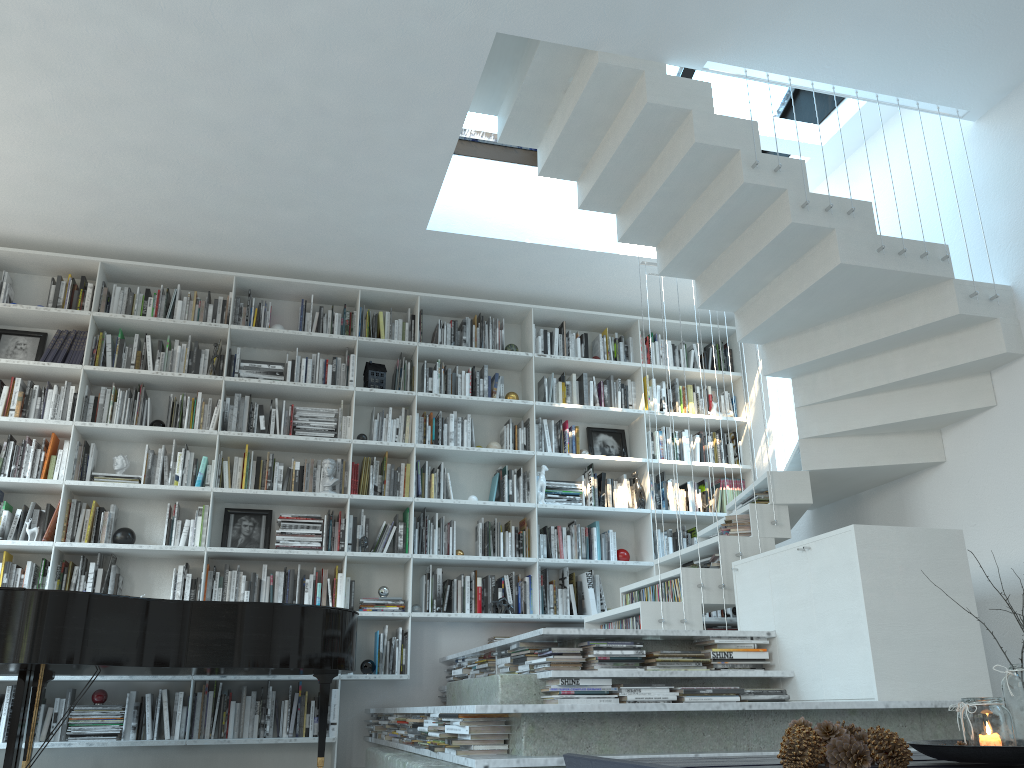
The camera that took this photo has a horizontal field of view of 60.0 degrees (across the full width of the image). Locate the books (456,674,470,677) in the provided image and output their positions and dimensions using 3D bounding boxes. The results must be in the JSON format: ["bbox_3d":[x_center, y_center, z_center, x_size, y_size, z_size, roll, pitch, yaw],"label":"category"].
[{"bbox_3d":[-0.230,1.775,5.401,0.163,0.008,0.296,6,-21,-16],"label":"books"}]

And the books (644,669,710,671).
[{"bbox_3d":[0.714,1.278,3.952,0.287,0.005,0.166,3,-20,-10],"label":"books"}]

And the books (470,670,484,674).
[{"bbox_3d":[-0.143,1.668,5.128,0.154,0.018,0.221,5,-21,-15],"label":"books"}]

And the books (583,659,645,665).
[{"bbox_3d":[0.444,1.221,3.892,0.215,0.013,0.190,5,-21,-15],"label":"books"}]

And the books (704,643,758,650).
[{"bbox_3d":[1.000,1.207,4.065,0.192,0.024,0.168,3,-20,-10],"label":"books"}]

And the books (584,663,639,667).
[{"bbox_3d":[0.438,1.240,3.910,0.207,0.012,0.132,6,-21,-18],"label":"books"}]

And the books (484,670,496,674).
[{"bbox_3d":[-0.059,1.584,4.865,0.138,0.017,0.238,5,-21,-15],"label":"books"}]

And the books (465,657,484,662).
[{"bbox_3d":[-0.157,1.598,5.149,0.165,0.015,0.244,7,-21,-19],"label":"books"}]

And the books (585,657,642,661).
[{"bbox_3d":[0.441,1.213,3.906,0.210,0.012,0.169,4,-21,-14],"label":"books"}]

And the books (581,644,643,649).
[{"bbox_3d":[0.441,1.163,3.922,0.228,0.009,0.159,6,-21,-18],"label":"books"}]

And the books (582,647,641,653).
[{"bbox_3d":[0.439,1.178,3.925,0.221,0.018,0.155,4,-21,-14],"label":"books"}]

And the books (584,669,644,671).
[{"bbox_3d":[0.443,1.258,3.883,0.216,0.015,0.178,6,-21,-16],"label":"books"}]

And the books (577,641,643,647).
[{"bbox_3d":[0.435,1.159,3.945,0.261,0.016,0.129,5,-21,-16],"label":"books"}]

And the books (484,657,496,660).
[{"bbox_3d":[-0.058,1.518,4.889,0.128,0.013,0.297,6,-21,-16],"label":"books"}]

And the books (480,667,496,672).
[{"bbox_3d":[-0.071,1.567,4.868,0.159,0.018,0.203,6,-21,-16],"label":"books"}]

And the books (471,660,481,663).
[{"bbox_3d":[-0.144,1.613,5.148,0.149,0.013,0.221,4,-21,-12],"label":"books"}]

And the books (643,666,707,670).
[{"bbox_3d":[0.708,1.276,3.974,0.294,0.014,0.134,6,-21,-17],"label":"books"}]

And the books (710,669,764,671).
[{"bbox_3d":[1.001,1.307,4.029,0.220,0.011,0.178,6,-21,-16],"label":"books"}]

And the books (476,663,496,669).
[{"bbox_3d":[-0.080,1.550,4.871,0.179,0.017,0.294,4,-21,-14],"label":"books"}]

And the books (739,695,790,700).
[{"bbox_3d":[1.080,1.382,3.909,0.234,0.017,0.152,4,-21,-14],"label":"books"}]

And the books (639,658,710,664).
[{"bbox_3d":[0.716,1.238,3.956,0.273,0.014,0.188,7,-21,-19],"label":"books"}]

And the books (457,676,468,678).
[{"bbox_3d":[-0.227,1.784,5.399,0.152,0.009,0.260,6,-21,-17],"label":"books"}]

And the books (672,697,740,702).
[{"bbox_3d":[0.828,1.360,3.824,0.250,0.018,0.178,4,-21,-12],"label":"books"}]

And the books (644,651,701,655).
[{"bbox_3d":[0.713,1.208,3.977,0.203,0.011,0.174,7,-21,-19],"label":"books"}]

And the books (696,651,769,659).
[{"bbox_3d":[1.000,1.244,4.052,0.284,0.030,0.177,4,-21,-14],"label":"books"}]

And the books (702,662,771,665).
[{"bbox_3d":[1.004,1.271,4.031,0.281,0.008,0.182,3,-20,-10],"label":"books"}]

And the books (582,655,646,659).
[{"bbox_3d":[0.440,1.204,3.912,0.260,0.009,0.153,4,-21,-12],"label":"books"}]

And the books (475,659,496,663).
[{"bbox_3d":[-0.083,1.526,4.879,0.187,0.009,0.262,5,-21,-15],"label":"books"}]

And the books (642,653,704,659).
[{"bbox_3d":[0.712,1.221,3.979,0.246,0.013,0.173,5,-21,-16],"label":"books"}]

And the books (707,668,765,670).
[{"bbox_3d":[0.999,1.301,4.041,0.259,0.009,0.153,6,-21,-17],"label":"books"}]

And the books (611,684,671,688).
[{"bbox_3d":[0.548,1.289,3.788,0.220,0.013,0.149,5,-21,-16],"label":"books"}]

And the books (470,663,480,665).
[{"bbox_3d":[-0.144,1.623,5.144,0.160,0.010,0.180,5,-21,-15],"label":"books"}]

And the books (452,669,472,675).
[{"bbox_3d":[-0.244,1.756,5.404,0.189,0.029,0.238,6,-21,-17],"label":"books"}]

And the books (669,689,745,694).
[{"bbox_3d":[0.828,1.330,3.832,0.287,0.018,0.191,5,-21,-16],"label":"books"}]

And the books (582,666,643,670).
[{"bbox_3d":[0.439,1.250,3.901,0.227,0.012,0.149,6,-21,-16],"label":"books"}]

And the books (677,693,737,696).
[{"bbox_3d":[0.821,1.351,3.851,0.273,0.009,0.129,4,-21,-12],"label":"books"}]

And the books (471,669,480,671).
[{"bbox_3d":[-0.139,1.654,5.134,0.150,0.013,0.216,5,-21,-15],"label":"books"}]

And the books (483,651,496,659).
[{"bbox_3d":[-0.069,1.498,4.893,0.139,0.028,0.262,3,-20,-10],"label":"books"}]

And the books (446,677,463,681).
[{"bbox_3d":[-0.314,1.883,5.659,0.175,0.017,0.266,4,-21,-12],"label":"books"}]

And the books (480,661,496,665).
[{"bbox_3d":[-0.077,1.537,4.877,0.161,0.012,0.255,3,-21,-11],"label":"books"}]

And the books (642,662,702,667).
[{"bbox_3d":[0.712,1.257,3.964,0.214,0.015,0.177,4,-21,-14],"label":"books"}]

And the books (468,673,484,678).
[{"bbox_3d":[-0.153,1.687,5.118,0.164,0.023,0.243,3,-21,-11],"label":"books"}]

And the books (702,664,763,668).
[{"bbox_3d":[0.997,1.291,4.050,0.262,0.016,0.132,7,-21,-19],"label":"books"}]

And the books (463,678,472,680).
[{"bbox_3d":[-0.162,1.702,5.110,0.190,0.012,0.236,6,-21,-16],"label":"books"}]

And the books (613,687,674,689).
[{"bbox_3d":[0.549,1.297,3.784,0.242,0.005,0.153,4,-21,-14],"label":"books"}]

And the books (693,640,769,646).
[{"bbox_3d":[1.003,1.186,4.061,0.285,0.013,0.181,7,-21,-19],"label":"books"}]

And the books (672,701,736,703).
[{"bbox_3d":[0.822,1.380,3.838,0.249,0.009,0.144,5,-21,-16],"label":"books"}]

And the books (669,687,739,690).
[{"bbox_3d":[0.818,1.320,3.843,0.275,0.008,0.177,5,-21,-15],"label":"books"}]

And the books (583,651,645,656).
[{"bbox_3d":[0.446,1.185,3.896,0.230,0.015,0.190,3,-20,-10],"label":"books"}]

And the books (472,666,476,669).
[{"bbox_3d":[-0.142,1.642,5.138,0.144,0.013,0.221,4,-21,-12],"label":"books"}]

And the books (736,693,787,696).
[{"bbox_3d":[1.079,1.372,3.916,0.225,0.007,0.133,3,-21,-11],"label":"books"}]

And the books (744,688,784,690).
[{"bbox_3d":[1.077,1.354,3.928,0.215,0.007,0.131,4,-21,-13],"label":"books"}]

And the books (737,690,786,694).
[{"bbox_3d":[1.077,1.364,3.925,0.229,0.014,0.133,5,-21,-16],"label":"books"}]

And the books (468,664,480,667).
[{"bbox_3d":[-0.150,1.631,5.140,0.167,0.008,0.235,5,-21,-15],"label":"books"}]

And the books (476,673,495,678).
[{"bbox_3d":[-0.080,1.597,4.854,0.178,0.014,0.248,6,-21,-16],"label":"books"}]

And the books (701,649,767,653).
[{"bbox_3d":[1.002,1.222,4.052,0.261,0.012,0.180,3,-21,-11],"label":"books"}]

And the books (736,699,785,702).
[{"bbox_3d":[1.080,1.394,3.902,0.179,0.010,0.160,5,-21,-15],"label":"books"}]

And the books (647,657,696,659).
[{"bbox_3d":[0.710,1.234,3.980,0.179,0.010,0.160,4,-21,-13],"label":"books"}]

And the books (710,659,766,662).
[{"bbox_3d":[0.998,1.268,4.053,0.268,0.014,0.160,5,-21,-16],"label":"books"}]
